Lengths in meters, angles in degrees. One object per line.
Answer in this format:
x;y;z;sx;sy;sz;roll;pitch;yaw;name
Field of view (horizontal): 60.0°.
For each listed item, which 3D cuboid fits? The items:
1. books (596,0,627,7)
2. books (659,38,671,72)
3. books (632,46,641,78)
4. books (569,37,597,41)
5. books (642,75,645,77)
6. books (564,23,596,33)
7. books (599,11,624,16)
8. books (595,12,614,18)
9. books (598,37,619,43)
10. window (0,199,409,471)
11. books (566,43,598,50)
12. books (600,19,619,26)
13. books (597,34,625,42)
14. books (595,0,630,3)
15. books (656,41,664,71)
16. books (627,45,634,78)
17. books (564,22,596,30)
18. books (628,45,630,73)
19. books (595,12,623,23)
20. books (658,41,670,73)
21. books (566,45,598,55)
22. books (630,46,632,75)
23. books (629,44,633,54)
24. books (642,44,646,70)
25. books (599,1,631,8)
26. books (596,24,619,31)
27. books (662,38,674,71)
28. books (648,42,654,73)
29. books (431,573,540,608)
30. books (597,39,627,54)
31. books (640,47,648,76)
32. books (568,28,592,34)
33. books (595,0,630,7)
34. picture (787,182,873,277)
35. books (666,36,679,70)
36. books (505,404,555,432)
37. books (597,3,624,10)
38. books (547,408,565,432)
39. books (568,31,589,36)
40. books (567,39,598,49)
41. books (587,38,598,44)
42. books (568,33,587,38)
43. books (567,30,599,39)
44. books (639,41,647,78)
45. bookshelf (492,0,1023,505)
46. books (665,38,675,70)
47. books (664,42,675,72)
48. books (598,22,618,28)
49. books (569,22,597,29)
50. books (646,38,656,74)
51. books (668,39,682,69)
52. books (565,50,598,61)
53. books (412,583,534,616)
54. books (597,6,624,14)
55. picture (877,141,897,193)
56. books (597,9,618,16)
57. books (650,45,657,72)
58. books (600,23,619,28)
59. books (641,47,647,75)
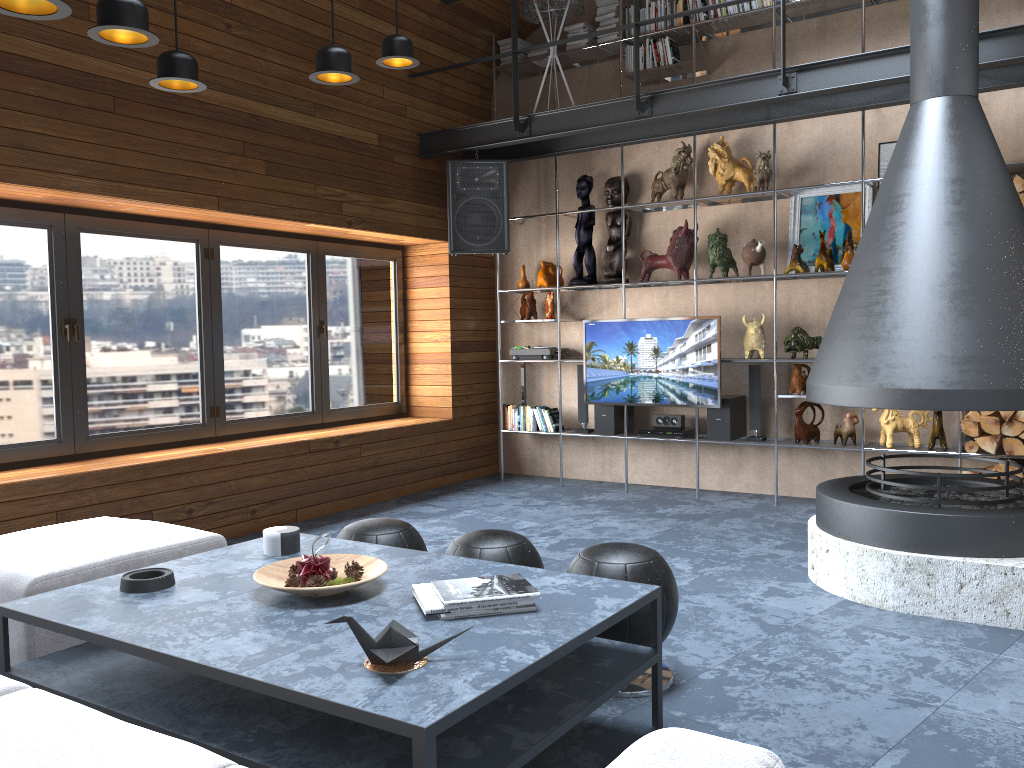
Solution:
0.763;-2.852;6.687;0.174;0.021;0.216;1;4;33;books
1.121;-2.392;6.451;0.051;0.218;0.133;1;3;33;books
0.921;-2.389;6.577;0.011;0.201;0.127;1;3;33;books
0.563;-2.650;6.859;0.182;0.016;0.234;0;3;23;books
0.948;-2.391;6.564;0.019;0.206;0.125;1;3;33;books
0.545;-2.723;6.859;0.176;0.025;0.268;1;4;33;books
0.780;-2.763;6.693;0.160;0.012;0.222;1;4;39;books
0.769;-2.750;6.686;0.158;0.012;0.254;2;4;45;books
0.785;-2.563;6.690;0.182;0.016;0.247;1;4;33;books
-2.476;-0.276;4.957;0.101;1.522;5.936;1;4;33;window
0.548;-2.587;6.869;0.174;0.021;0.222;1;4;33;books
0.789;-2.698;6.693;0.167;0.017;0.225;1;4;33;books
0.782;-2.582;6.693;0.174;0.021;0.239;1;4;39;books
0.757;-2.887;6.698;0.182;0.016;0.228;1;4;33;books
1.097;-2.388;6.469;0.054;0.203;0.123;1;3;33;books
0.898;-2.400;6.616;0.010;0.219;0.164;1;3;33;books
0.535;-2.742;6.861;0.159;0.012;0.231;1;4;38;books
0.907;-2.400;6.611;0.010;0.220;0.171;1;3;33;books
0.779;-2.730;6.682;0.175;0.025;0.288;1;4;39;books
1.112;-2.382;6.461;0.047;0.197;0.126;1;3;33;books
0.552;-2.568;6.866;0.182;0.016;0.234;0;3;28;books
0.907;-2.389;6.577;0.011;0.201;0.127;1;3;33;books
0.918;-2.400;6.611;0.008;0.219;0.177;1;3;33;books
0.985;-2.387;6.527;0.008;0.198;0.111;1;3;33;books
0.788;-2.829;6.697;0.180;0.028;0.234;1;4;33;books
0.780;-2.650;6.686;0.180;0.028;0.258;1;4;39;books
1.139;-2.392;6.454;0.049;0.216;0.137;1;3;33;books
1.027;-2.386;6.492;0.008;0.198;0.111;1;3;33;books
-0.079;0.576;2.484;0.265;0.017;0.210;-2;3;-15;books
0.770;-2.547;6.696;0.182;0.016;0.252;1;4;39;books
0.970;-2.379;6.539;0.012;0.183;0.117;1;3;33;books
0.552;-2.705;6.870;0.161;0.013;0.206;0;3;28;books
0.763;-2.870;6.688;0.182;0.016;0.228;1;4;33;books
2.173;-1.057;6.070;0.544;0.625;0.136;1;3;33;picture
1.168;-2.393;6.421;0.049;0.216;0.137;1;3;33;books
0.171;0.274;7.221;0.461;0.208;0.139;1;3;33;books
0.776;-2.806;6.678;0.182;0.016;0.228;1;4;33;books
0.354;0.287;7.120;0.081;0.185;0.138;1;3;33;books
0.545;-2.683;6.872;0.161;0.012;0.206;0;3;23;books
0.547;-2.612;6.864;0.180;0.028;0.240;0;3;23;books
0.563;-2.635;6.861;0.182;0.016;0.234;1;4;38;books
0.556;-2.668;6.873;0.167;0.017;0.213;0;3;28;books
0.548;-2.695;6.881;0.161;0.013;0.208;1;4;38;books
0.969;-2.400;6.562;0.017;0.223;0.161;1;3;33;books
4.448;-2.249;4.367;10.738;6.219;0.421;1;3;33;bookshelf
1.157;-2.388;6.428;0.051;0.205;0.131;1;3;33;books
1.149;-2.378;6.442;0.048;0.188;0.120;1;3;33;books
0.783;-2.683;6.703;0.160;0.013;0.227;2;4;45;books
0.546;-2.756;6.871;0.161;0.012;0.206;1;4;33;books
1.019;-2.402;6.504;0.017;0.230;0.122;1;3;33;books
1.180;-2.381;6.411;0.049;0.191;0.138;1;3;33;books
0.536;-2.553;6.871;0.182;0.016;0.234;1;4;33;books
-0.116;0.595;2.507;0.299;0.021;0.239;-2;3;-15;books
0.760;-2.789;6.679;0.167;0.017;0.208;1;4;33;books
2.660;-1.171;5.778;0.529;0.863;0.090;1;3;33;picture
0.757;-2.774;6.690;0.161;0.012;0.201;1;4;33;books
1.036;-2.375;6.490;0.009;0.177;0.112;1;3;33;books
0.779;-2.671;6.695;0.160;0.012;0.222;0;3;27;books
0.976;-2.376;6.529;0.009;0.177;0.112;1;3;33;books
